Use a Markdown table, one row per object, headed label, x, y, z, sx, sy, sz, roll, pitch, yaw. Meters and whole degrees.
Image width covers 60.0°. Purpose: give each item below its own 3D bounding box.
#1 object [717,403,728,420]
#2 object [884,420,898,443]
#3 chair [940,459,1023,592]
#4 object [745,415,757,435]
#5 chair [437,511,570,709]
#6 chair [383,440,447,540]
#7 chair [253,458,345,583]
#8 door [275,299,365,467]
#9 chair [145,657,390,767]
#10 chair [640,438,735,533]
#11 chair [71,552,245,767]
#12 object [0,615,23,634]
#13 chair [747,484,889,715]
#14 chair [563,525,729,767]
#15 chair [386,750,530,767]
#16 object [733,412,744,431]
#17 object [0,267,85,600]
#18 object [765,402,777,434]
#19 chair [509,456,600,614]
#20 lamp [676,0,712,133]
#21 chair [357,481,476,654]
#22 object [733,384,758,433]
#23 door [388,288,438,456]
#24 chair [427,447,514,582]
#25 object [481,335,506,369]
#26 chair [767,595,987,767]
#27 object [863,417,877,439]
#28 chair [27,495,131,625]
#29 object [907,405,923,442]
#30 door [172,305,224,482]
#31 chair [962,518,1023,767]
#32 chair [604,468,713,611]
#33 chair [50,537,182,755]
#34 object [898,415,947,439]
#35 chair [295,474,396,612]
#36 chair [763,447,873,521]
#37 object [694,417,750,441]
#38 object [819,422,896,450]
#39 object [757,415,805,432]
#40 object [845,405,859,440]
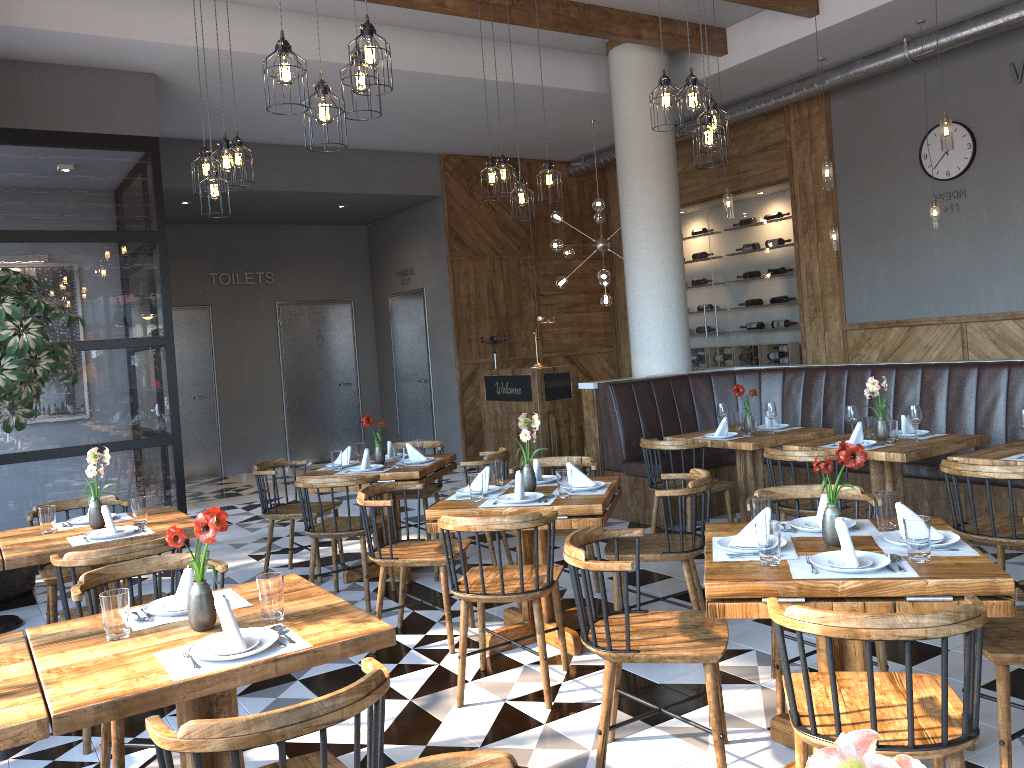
| label | x | y | z | sx | sy | sz | roll | pitch | yaw |
| --- | --- | --- | --- | --- | --- | --- | --- | --- | --- |
| object | 1.545 | 0.248 | 6.492 | 0.081 | 0.215 | 0.081 | -5 | 0 | -41 |
| object | 2.281 | 0.286 | 5.322 | 0.080 | 0.132 | 0.080 | -4 | 1 | 43 |
| chair | 2.363 | 0.752 | 4.176 | 0.550 | 0.817 | 0.519 | -5 | 1 | -32 |
| object | 1.691 | 0.289 | 6.255 | 0.080 | 0.132 | 0.080 | -4 | 1 | 43 |
| chair | -0.022 | 0.943 | 3.917 | 0.519 | 0.817 | 0.550 | -4 | 1 | 13 |
| chair | -0.769 | 0.874 | 6.786 | 0.519 | 0.817 | 0.550 | -4 | 1 | 13 |
| chair | -1.517 | 0.952 | 6.284 | 0.549 | 0.817 | 0.520 | -4 | 1 | 13 |
| door | -2.816 | -0.040 | 13.132 | 1.208 | 2.394 | 0.114 | -5 | 0 | -32 |
| chair | -0.539 | 1.064 | 2.030 | 0.520 | 0.817 | 0.549 | -5 | 1 | -32 |
| chair | 1.186 | 0.759 | 6.038 | 0.550 | 0.817 | 0.519 | -5 | 1 | -32 |
| chair | -1.235 | 1.068 | 3.134 | 0.520 | 0.817 | 0.549 | -5 | 1 | -32 |
| object | -3.311 | 0.700 | 5.505 | 0.375 | 1.658 | 0.374 | -4 | 0 | -10 |
| chair | 1.252 | 0.860 | 3.603 | 0.519 | 0.817 | 0.550 | -4 | 1 | 13 |
| chair | 0.484 | 0.940 | 3.116 | 0.549 | 0.817 | 0.520 | -4 | 1 | 13 |
| chair | -0.060 | 1.061 | 1.274 | 0.520 | 0.817 | 0.549 | -5 | 1 | -32 |
| object | 1.672 | 0.279 | 6.521 | 0.080 | 0.132 | 0.080 | -5 | 1 | -32 |
| object | -3.897 | 0.250 | 6.076 | 1.378 | 2.592 | 1.637 | -4 | 1 | 42 |
| object | 1.829 | 0.238 | 6.248 | 0.081 | 0.215 | 0.081 | -4 | 0 | -1 |
| chair | 0.260 | 0.867 | 5.175 | 0.519 | 0.817 | 0.550 | -4 | 1 | 13 |
| lamp | 0.937 | -2.443 | 4.902 | 0.175 | 2.070 | 0.175 | -4 | 0 | 30 |
| chair | -0.508 | 0.946 | 4.687 | 0.549 | 0.817 | 0.520 | -4 | 1 | 13 |
| object | 1.673 | 0.174 | 6.381 | 0.156 | 0.355 | 0.171 | -5 | 1 | -39 |
| door | -1.435 | -0.121 | 12.608 | 0.114 | 2.393 | 1.205 | -4 | 0 | -32 |
| chair | -0.263 | 0.870 | 6.002 | 0.549 | 0.817 | 0.520 | -4 | 1 | 13 |
| object | -0.176 | 0.205 | 11.448 | 0.375 | 1.658 | 0.374 | -4 | 0 | -10 |
| chair | 0.971 | 0.936 | 2.345 | 0.519 | 0.817 | 0.550 | -4 | 1 | 13 |
| object | 2.261 | 0.276 | 5.588 | 0.080 | 0.132 | 0.080 | -5 | 1 | -32 |
| chair | -2.386 | 1.076 | 4.955 | 0.520 | 0.817 | 0.549 | -5 | 1 | -32 |
| object | 2.418 | 0.234 | 5.315 | 0.081 | 0.215 | 0.081 | -4 | 0 | -1 |
| door | -4.596 | 0.144 | 12.001 | 1.208 | 2.394 | 0.114 | -5 | 0 | -32 |
| chair | 1.739 | 0.857 | 2.833 | 0.549 | 0.817 | 0.520 | -4 | 1 | 13 |
| chair | 0.746 | 0.864 | 4.404 | 0.549 | 0.817 | 0.520 | -4 | 1 | 13 |
| chair | -1.690 | 1.071 | 3.852 | 0.520 | 0.817 | 0.549 | -5 | 1 | -32 |
| object | 2.499 | 0.256 | 5.578 | 0.272 | 0.137 | 0.351 | -6 | 3 | -32 |
| chair | -1.031 | 0.949 | 5.514 | 0.519 | 0.817 | 0.550 | -4 | 1 | 13 |
| chair | 1.774 | 0.756 | 5.107 | 0.550 | 0.817 | 0.519 | -5 | 1 | -32 |
| object | 1.466 | 0.305 | 6.233 | 0.272 | 0.137 | 0.351 | -6 | 3 | -32 |
| object | 2.052 | 0.301 | 5.304 | 0.272 | 0.137 | 0.351 | -6 | 3 | -32 |
| object | 1.913 | 0.259 | 6.506 | 0.272 | 0.137 | 0.351 | -6 | 3 | -32 |
| object | 2.134 | 0.245 | 5.560 | 0.081 | 0.215 | 0.081 | -5 | 0 | -41 |
